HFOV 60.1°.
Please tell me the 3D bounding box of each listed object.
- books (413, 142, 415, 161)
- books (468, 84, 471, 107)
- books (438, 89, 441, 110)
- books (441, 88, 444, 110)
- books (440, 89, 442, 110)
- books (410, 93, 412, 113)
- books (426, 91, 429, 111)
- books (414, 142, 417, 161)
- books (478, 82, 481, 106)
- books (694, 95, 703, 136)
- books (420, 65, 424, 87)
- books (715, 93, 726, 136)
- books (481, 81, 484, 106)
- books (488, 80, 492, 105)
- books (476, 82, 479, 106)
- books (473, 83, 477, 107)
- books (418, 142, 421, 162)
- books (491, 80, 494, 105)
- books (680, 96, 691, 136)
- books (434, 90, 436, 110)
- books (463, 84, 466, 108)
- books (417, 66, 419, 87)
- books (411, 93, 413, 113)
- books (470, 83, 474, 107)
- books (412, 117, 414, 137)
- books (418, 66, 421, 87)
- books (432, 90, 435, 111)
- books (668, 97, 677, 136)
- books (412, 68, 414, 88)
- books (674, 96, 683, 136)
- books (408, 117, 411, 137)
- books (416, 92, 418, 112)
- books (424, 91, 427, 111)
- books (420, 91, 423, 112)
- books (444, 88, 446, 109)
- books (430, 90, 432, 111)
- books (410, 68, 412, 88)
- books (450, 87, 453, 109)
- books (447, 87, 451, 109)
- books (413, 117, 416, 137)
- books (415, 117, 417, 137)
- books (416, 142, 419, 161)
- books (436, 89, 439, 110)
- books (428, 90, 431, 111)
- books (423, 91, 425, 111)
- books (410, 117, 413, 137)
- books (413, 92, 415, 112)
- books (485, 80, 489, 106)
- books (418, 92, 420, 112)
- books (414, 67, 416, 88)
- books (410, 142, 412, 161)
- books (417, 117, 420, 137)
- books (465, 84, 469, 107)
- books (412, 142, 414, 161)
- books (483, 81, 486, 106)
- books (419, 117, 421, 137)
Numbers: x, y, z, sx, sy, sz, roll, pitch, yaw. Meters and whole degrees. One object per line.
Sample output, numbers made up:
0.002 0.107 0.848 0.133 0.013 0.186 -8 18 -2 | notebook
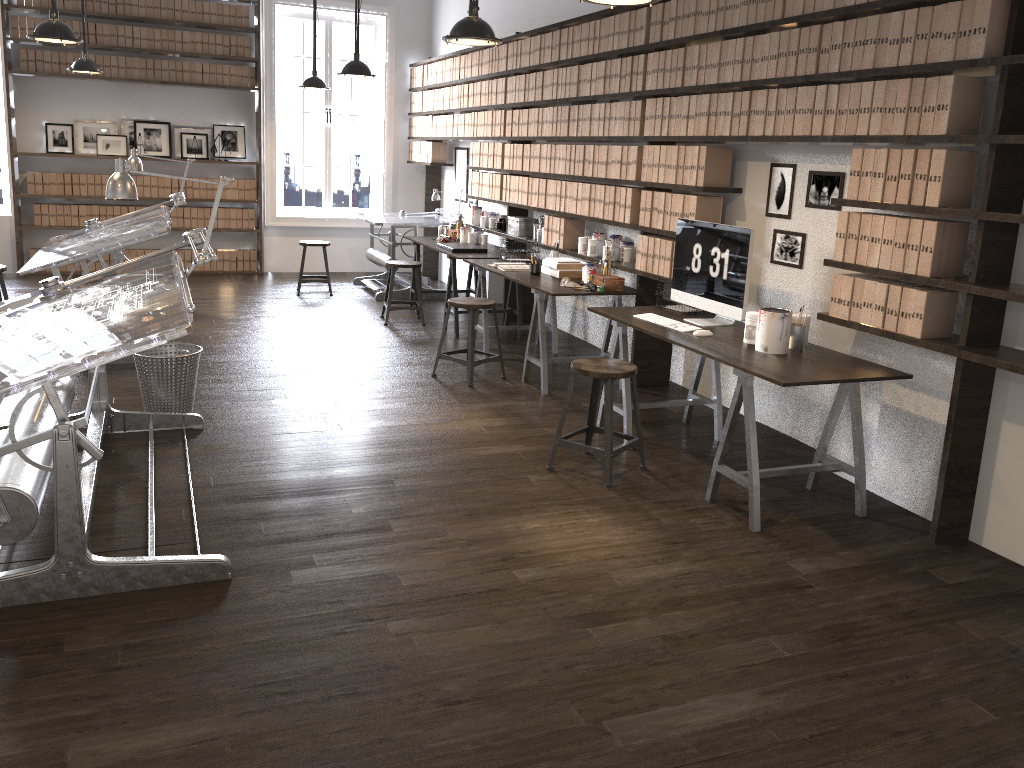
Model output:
-1.051 -2.693 10.274 0.174 0.223 0.067 -2 13 -22 | books
-0.320 -2.744 8.451 0.174 0.223 0.067 -2 13 -22 | books
-0.685 -2.992 9.341 0.174 0.223 0.067 -2 13 -22 | books
-0.640 -2.956 9.214 0.174 0.223 0.067 -2 13 -22 | books
-0.659 -2.974 9.277 0.174 0.223 0.067 -2 13 -22 | books
-1.098 -3.277 10.345 0.174 0.223 0.067 -2 13 -22 | books
-0.847 -3.097 9.719 0.174 0.223 0.067 -2 13 -22 | books
-1.031 -2.677 10.215 0.174 0.223 0.067 -2 13 -22 | books
-0.222 -2.673 8.194 0.174 0.223 0.067 -2 13 -22 | books
1.118 -1.497 4.957 0.174 0.223 0.067 -2 13 -22 | books
-0.932 -3.440 9.911 0.174 0.223 0.067 -2 13 -22 | books
1.195 -1.446 4.772 0.174 0.223 0.067 -2 13 -22 | books
-0.193 -2.656 8.136 0.174 0.223 0.067 -2 13 -22 | books
-0.117 -2.605 7.949 0.174 0.223 0.067 -2 13 -22 | books
-0.242 -2.690 8.258 0.174 0.223 0.067 -2 13 -22 | books
-0.268 -2.708 8.322 0.174 0.223 0.067 -2 13 -22 | books
-0.974 -2.641 10.085 0.174 0.223 0.067 -2 13 -22 | books
-0.089 -2.587 7.887 0.174 0.223 0.067 -2 13 -22 | books
1.064 -1.531 5.078 0.174 0.223 0.067 -2 13 -22 | books
-0.738 -3.027 9.470 0.174 0.223 0.067 -2 13 -22 | books
-0.376 -2.781 8.586 0.174 0.223 0.067 -2 13 -22 | books
-0.983 -3.476 10.041 0.174 0.223 0.067 -2 13 -22 | books
-1.075 -3.259 10.280 0.174 0.223 0.067 -2 13 -22 | books
-0.298 -2.726 8.384 0.174 0.223 0.067 -2 13 -22 | books
-1.066 -2.982 10.293 0.174 0.223 0.067 -2 13 -22 | books
-0.960 -3.458 9.975 0.174 0.223 0.067 -2 13 -22 | books
-0.771 -3.046 9.536 0.174 0.223 0.067 -2 13 -22 | books
1.018 -1.567 5.207 0.174 0.223 0.067 -2 13 -22 | books
-1.066 -3.529 10.231 0.174 0.223 0.067 -2 13 -22 | books
1.042 -1.549 5.143 0.174 0.223 0.067 -2 13 -22 | books
-1.123 -3.016 10.416 0.174 0.223 0.067 -2 13 -22 | books
-1.002 -3.208 10.097 0.174 0.223 0.067 -2 13 -22 | books
-0.874 -3.115 9.785 0.174 0.223 0.067 -2 13 -22 | books
-0.945 -3.173 9.974 0.174 0.223 0.067 -2 13 -22 | books
-0.611 -2.940 9.155 0.174 0.223 0.067 -2 13 -22 | books
-0.793 -3.065 9.605 0.174 0.223 0.067 -2 13 -22 | books
-1.093 -3.547 10.296 0.174 0.223 0.067 -2 13 -22 | books
-0.534 -2.888 8.969 0.174 0.223 0.067 -2 13 -22 | books
-0.564 -2.906 9.031 0.174 0.223 0.067 -2 13 -22 | books
-1.044 -2.964 10.227 0.174 0.223 0.067 -2 13 -22 | books
-1.013 -2.946 10.164 0.174 0.223 0.067 -2 13 -22 | books
-1.004 -2.659 10.150 0.174 0.223 0.067 -2 13 -22 | books
-0.716 -3.009 9.404 0.174 0.223 0.067 -2 13 -22 | books
-0.820 -3.081 9.663 0.174 0.223 0.067 -2 13 -22 | books
-0.898 -3.134 9.852 0.174 0.223 0.067 -2 13 -22 | books
-1.092 -3.000 10.357 0.174 0.223 0.067 -2 13 -22 | books
-1.047 -3.241 10.215 0.174 0.223 0.067 -2 13 -22 | books
-0.146 -2.622 8.012 0.174 0.223 0.067 -2 13 -22 | books
-0.971 -3.191 10.038 0.174 0.223 0.067 -2 13 -22 | books
-1.036 -3.511 10.166 0.174 0.223 0.067 -2 13 -22 | books
-1.105 -2.728 10.399 0.174 0.223 0.067 -2 13 -22 | books
-0.990 -2.927 10.094 0.174 0.223 0.067 -2 13 -22 | books
-0.353 -2.763 8.516 0.174 0.223 0.067 -2 13 -22 | books
-1.073 -2.710 10.334 0.174 0.223 0.067 -2 13 -22 | books
-0.171 -2.640 8.078 0.174 0.223 0.067 -2 13 -22 | books
-0.957 -2.909 10.029 0.174 0.223 0.067 -2 13 -22 | books
